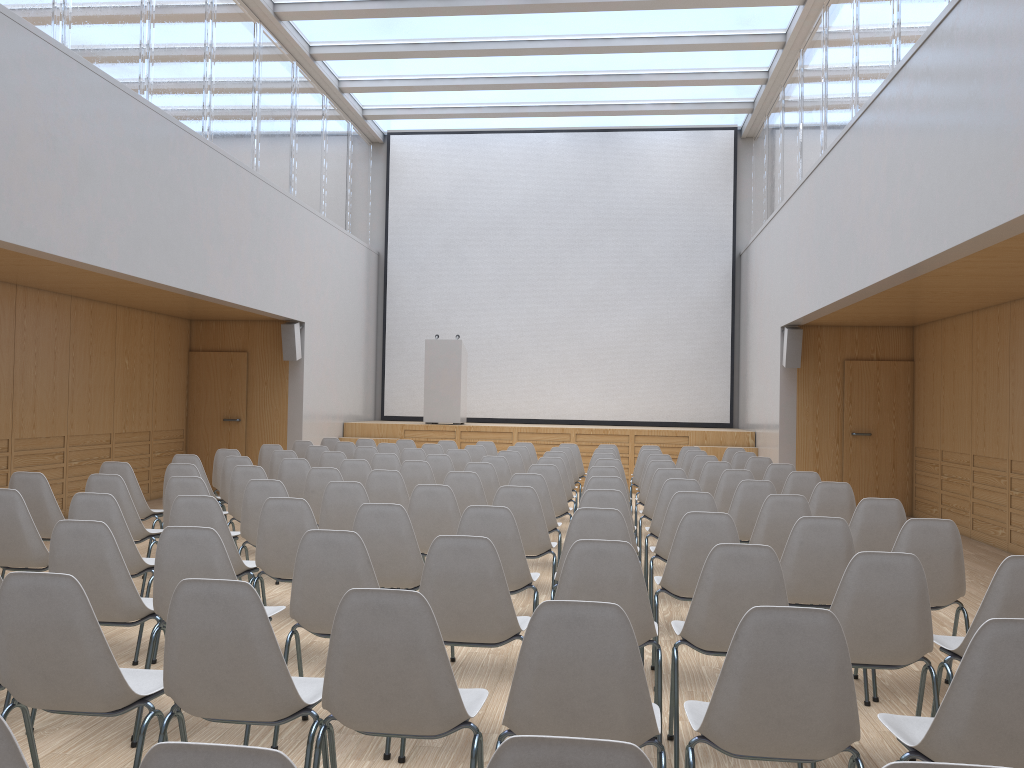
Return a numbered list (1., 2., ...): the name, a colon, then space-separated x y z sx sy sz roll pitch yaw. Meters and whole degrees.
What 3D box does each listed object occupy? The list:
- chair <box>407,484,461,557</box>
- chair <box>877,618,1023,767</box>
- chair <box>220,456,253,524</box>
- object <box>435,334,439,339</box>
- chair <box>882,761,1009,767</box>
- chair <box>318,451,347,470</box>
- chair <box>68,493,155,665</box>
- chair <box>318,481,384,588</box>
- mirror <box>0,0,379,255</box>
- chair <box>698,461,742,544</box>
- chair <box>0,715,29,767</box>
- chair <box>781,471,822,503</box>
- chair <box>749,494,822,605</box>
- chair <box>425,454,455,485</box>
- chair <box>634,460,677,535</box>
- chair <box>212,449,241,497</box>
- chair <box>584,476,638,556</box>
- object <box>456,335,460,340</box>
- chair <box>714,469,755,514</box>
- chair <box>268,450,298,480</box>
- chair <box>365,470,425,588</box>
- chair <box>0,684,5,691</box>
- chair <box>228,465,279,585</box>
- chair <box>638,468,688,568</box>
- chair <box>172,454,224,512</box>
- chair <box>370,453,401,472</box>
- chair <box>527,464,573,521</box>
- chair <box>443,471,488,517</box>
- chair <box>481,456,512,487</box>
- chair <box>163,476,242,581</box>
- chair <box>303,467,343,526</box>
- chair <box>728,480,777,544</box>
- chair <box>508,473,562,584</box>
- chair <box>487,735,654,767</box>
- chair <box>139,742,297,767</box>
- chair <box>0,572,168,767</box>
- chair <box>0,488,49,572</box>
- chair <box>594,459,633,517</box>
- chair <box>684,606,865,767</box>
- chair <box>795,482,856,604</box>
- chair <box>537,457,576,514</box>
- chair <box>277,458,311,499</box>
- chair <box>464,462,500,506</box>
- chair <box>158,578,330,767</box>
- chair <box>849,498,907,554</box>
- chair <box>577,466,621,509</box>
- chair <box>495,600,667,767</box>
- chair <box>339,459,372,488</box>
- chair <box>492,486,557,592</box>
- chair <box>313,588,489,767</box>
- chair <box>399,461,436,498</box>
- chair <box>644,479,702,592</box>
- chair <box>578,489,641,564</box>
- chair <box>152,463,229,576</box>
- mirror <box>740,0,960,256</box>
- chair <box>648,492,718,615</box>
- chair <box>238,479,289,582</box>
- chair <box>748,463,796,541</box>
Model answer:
1. chair: -0.458 1.050 5.594 0.479 0.876 0.505 1 -1 6
2. chair: 1.281 1.015 2.400 0.479 0.876 0.505 1 -1 6
3. chair: -2.340 1.062 7.859 0.479 0.876 0.505 1 -1 6
4. object: -1.238 -0.672 14.601 0.166 0.305 0.252 2 -1 -22
5. chair: 0.655 0.984 1.502 0.479 0.876 0.505 1 -1 6
6. chair: -1.705 1.095 8.794 0.479 0.876 0.505 1 -1 6
7. chair: -2.121 1.000 4.775 0.479 0.876 0.505 1 -1 6
8. chair: -1.008 1.042 5.696 0.479 0.876 0.505 1 -1 6
9. mirror: -3.565 -3.640 7.611 0.253 2.089 17.828 1 -1 6
10. chair: 1.918 1.157 8.413 0.479 0.876 0.505 1 -1 6
11. chair: -0.914 0.957 1.680 0.479 0.876 0.505 1 -1 6
12. chair: 2.356 1.143 7.329 0.479 0.876 0.505 1 -1 6
13. chair: 1.623 1.087 5.418 0.479 0.876 0.505 1 -1 6
14. chair: -0.683 1.112 8.658 0.479 0.876 0.505 1 -1 6
15. chair: 1.406 1.148 8.423 0.479 0.876 0.505 1 -1 6
16. chair: -2.748 1.076 8.870 0.479 0.876 0.505 1 -1 6
17. chair: 0.680 1.091 6.471 0.479 0.876 0.505 1 -1 6
18. object: -0.893 -0.666 14.562 0.166 0.305 0.252 2 -1 -22
19. chair: 1.843 1.134 7.405 0.479 0.876 0.505 1 -1 6
20. chair: -2.199 1.087 8.868 0.479 0.876 0.505 1 -1 6
21. chair: -0.898 1.064 6.649 0.479 0.876 0.505 1 -1 6
22. chair: -1.829 0.962 2.730 0.479 0.876 0.505 1 -1 6
23. chair: -1.932 1.048 6.807 0.479 0.876 0.505 1 -1 6
24. chair: 1.300 1.124 7.407 0.479 0.876 0.505 1 -1 6
25. chair: -2.811 1.055 7.941 0.479 0.876 0.505 1 -1 6
26. chair: -1.187 1.103 8.694 0.479 0.876 0.505 1 -1 6
27. chair: 0.281 1.107 7.563 0.479 0.876 0.505 1 -1 6
28. chair: -0.339 1.075 6.645 0.479 0.876 0.505 1 -1 6
29. chair: -0.149 1.121 8.577 0.479 0.876 0.505 1 -1 6
30. chair: -2.036 1.024 5.831 0.479 0.876 0.505 1 -1 6
31. chair: -1.364 1.058 6.771 0.479 0.876 0.505 1 -1 6
32. chair: 1.716 1.110 6.395 0.479 0.876 0.505 1 -1 6
33. chair: 0.133 1.083 6.574 0.479 0.876 0.505 1 -1 6
34. chair: 0.110 0.975 1.574 0.479 0.876 0.505 1 -1 6
35. chair: -0.405 0.964 1.522 0.479 0.876 0.505 1 -1 6
36. chair: -1.304 0.972 2.730 0.479 0.876 0.505 1 -1 6
37. chair: -2.671 0.992 4.896 0.479 0.876 0.505 1 -1 6
38. chair: 0.918 1.140 8.497 0.479 0.876 0.505 1 -1 6
39. chair: 0.726 1.006 2.482 0.479 0.876 0.505 1 -1 6
40. chair: 2.242 1.120 6.364 0.479 0.876 0.505 1 -1 6
41. chair: 0.385 1.131 8.586 0.479 0.876 0.505 1 -1 6
42. chair: -1.813 1.069 7.717 0.479 0.876 0.505 1 -1 6
43. chair: -0.250 1.098 7.641 0.479 0.876 0.505 1 -1 6
44. chair: -0.798 0.981 2.682 0.479 0.876 0.505 1 -1 6
45. chair: 2.125 1.094 5.302 0.479 0.876 0.505 1 -1 6
46. chair: 0.771 1.115 7.488 0.479 0.876 0.505 1 -1 6
47. chair: 0.194 0.996 2.502 0.479 0.876 0.505 1 -1 6
48. chair: -1.308 1.080 7.743 0.479 0.876 0.505 1 -1 6
49. chair: 0.047 1.060 5.606 0.479 0.876 0.505 1 -1 6
50. chair: -0.320 0.988 2.600 0.479 0.876 0.505 1 -1 6
51. chair: -0.792 1.089 7.713 0.479 0.876 0.505 1 -1 6
52. chair: 1.194 1.099 6.372 0.479 0.876 0.505 1 -1 6
53. chair: 0.563 1.068 5.499 0.479 0.876 0.505 1 -1 6
54. chair: -2.454 1.039 6.884 0.479 0.876 0.505 1 -1 6
55. mirror: 3.183 -3.525 6.850 0.253 2.089 17.828 1 -1 6
56. chair: 1.086 1.078 5.460 0.479 0.876 0.505 1 -1 6
57. chair: -1.503 1.032 5.712 0.479 0.876 0.505 1 -1 6
58. chair: 2.465 1.165 8.282 0.479 0.876 0.505 1 -1 6
